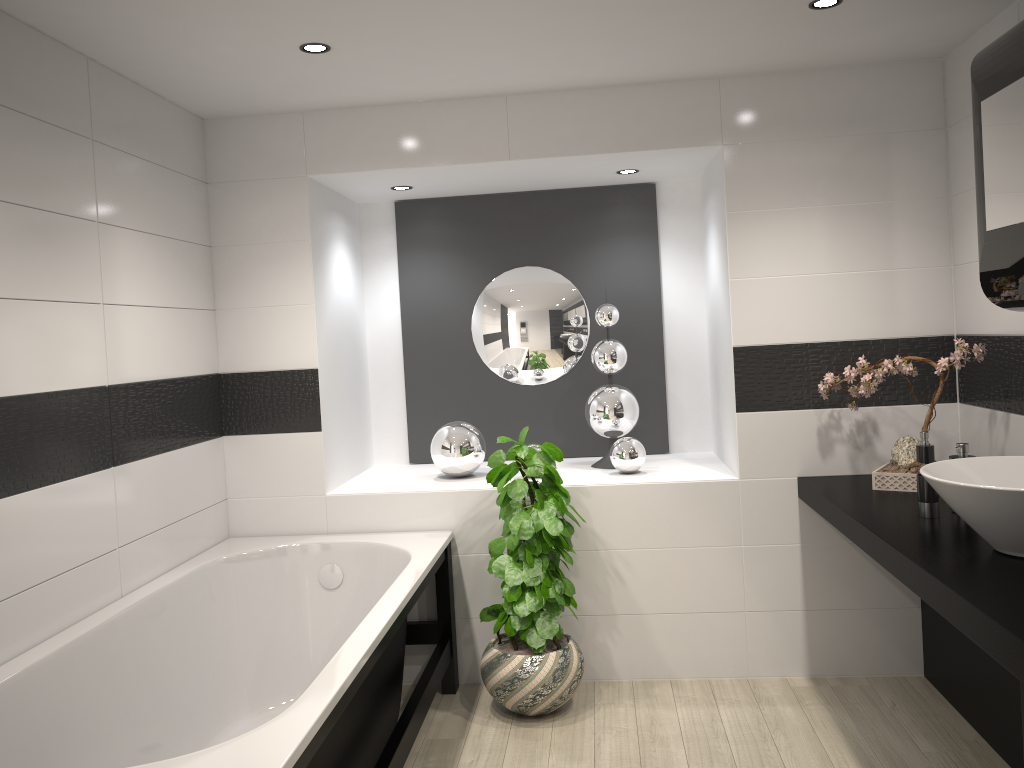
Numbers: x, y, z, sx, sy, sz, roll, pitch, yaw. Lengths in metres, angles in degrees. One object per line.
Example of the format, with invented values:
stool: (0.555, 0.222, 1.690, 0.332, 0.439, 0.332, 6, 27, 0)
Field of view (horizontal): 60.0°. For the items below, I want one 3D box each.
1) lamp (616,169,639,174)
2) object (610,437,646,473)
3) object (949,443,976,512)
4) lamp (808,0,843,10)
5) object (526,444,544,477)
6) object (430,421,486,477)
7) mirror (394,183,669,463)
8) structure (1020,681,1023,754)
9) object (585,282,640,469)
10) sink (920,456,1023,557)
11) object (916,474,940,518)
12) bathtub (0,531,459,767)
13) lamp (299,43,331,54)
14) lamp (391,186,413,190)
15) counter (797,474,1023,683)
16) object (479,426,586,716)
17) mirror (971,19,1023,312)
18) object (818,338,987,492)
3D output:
lamp: (0.547, -1.002, 4.188, 0.106, 0.004, 0.105, -5, 3, -27)
object: (0.525, 0.322, 4.019, 0.163, 0.163, 0.163, -2, 2, 19)
object: (1.470, 0.304, 2.888, 0.079, 0.220, 0.079, -3, 1, -4)
lamp: (1.023, -1.242, 2.891, 0.105, 0.004, 0.106, -2, 3, 21)
object: (0.103, 0.350, 4.052, 0.150, 0.150, 0.150, -2, 2, 19)
object: (-0.253, 0.307, 4.178, 0.260, 0.261, 0.261, -2, 2, 19)
mirror: (0.094, -0.301, 4.594, 1.360, 1.381, 0.078, -3, 1, 6)
structure: (1.258, 0.960, 1.688, 0.464, 0.761, 0.126, -3, 1, 6)
object: (0.473, -0.055, 4.273, 0.260, 0.897, 0.261, -3, 1, 19)
sink: (1.406, 0.338, 2.378, 0.560, 0.212, 0.559, -6, 4, -41)
object: (1.339, 0.359, 2.853, 0.063, 0.134, 0.063, -2, 2, 40)
bathtub: (-0.839, 1.058, 2.803, 1.008, 0.675, 2.182, -3, 3, 6)
lamp: (-0.679, -1.158, 3.057, 0.106, 0.004, 0.105, -6, 4, -39)
lamp: (-0.535, -0.949, 4.294, 0.105, 0.004, 0.106, -4, 3, -9)
counter: (1.334, 0.528, 1.754, 0.655, 0.084, 3.850, -3, 3, 6)
object: (0.067, 0.737, 3.565, 0.439, 1.131, 0.418, -5, 2, -43)
mirror: (1.463, -0.605, 1.638, 0.258, 0.900, 2.617, -3, 3, 6)
object: (1.489, 0.112, 3.393, 0.628, 0.560, 0.261, -2, 2, 36)
